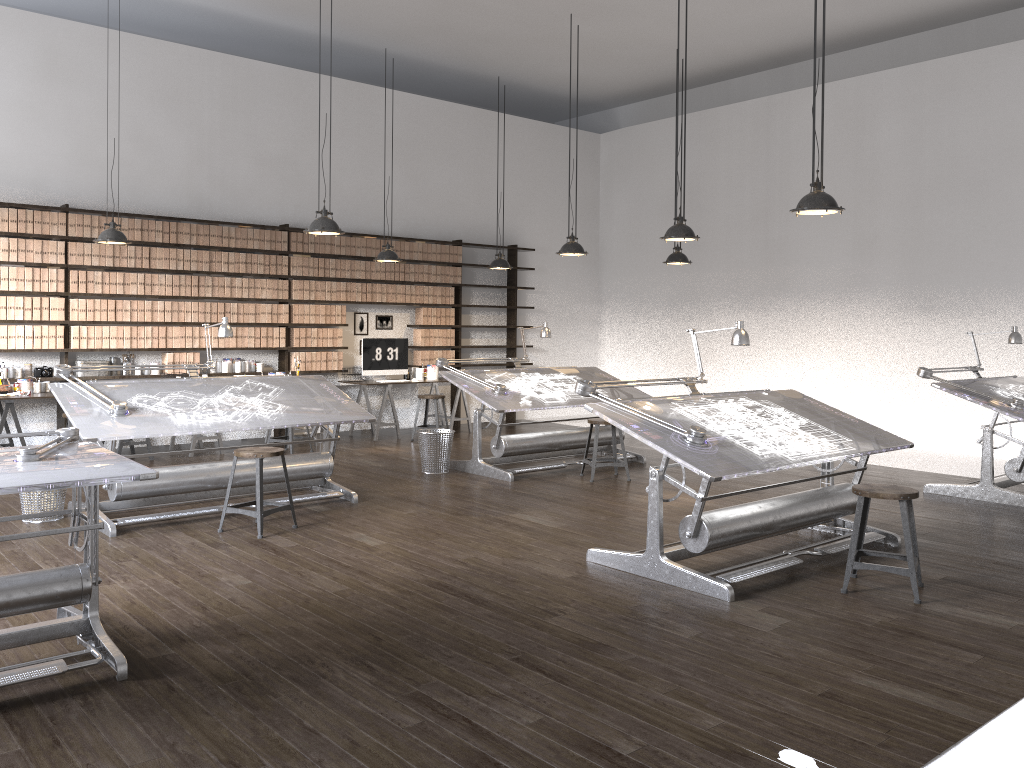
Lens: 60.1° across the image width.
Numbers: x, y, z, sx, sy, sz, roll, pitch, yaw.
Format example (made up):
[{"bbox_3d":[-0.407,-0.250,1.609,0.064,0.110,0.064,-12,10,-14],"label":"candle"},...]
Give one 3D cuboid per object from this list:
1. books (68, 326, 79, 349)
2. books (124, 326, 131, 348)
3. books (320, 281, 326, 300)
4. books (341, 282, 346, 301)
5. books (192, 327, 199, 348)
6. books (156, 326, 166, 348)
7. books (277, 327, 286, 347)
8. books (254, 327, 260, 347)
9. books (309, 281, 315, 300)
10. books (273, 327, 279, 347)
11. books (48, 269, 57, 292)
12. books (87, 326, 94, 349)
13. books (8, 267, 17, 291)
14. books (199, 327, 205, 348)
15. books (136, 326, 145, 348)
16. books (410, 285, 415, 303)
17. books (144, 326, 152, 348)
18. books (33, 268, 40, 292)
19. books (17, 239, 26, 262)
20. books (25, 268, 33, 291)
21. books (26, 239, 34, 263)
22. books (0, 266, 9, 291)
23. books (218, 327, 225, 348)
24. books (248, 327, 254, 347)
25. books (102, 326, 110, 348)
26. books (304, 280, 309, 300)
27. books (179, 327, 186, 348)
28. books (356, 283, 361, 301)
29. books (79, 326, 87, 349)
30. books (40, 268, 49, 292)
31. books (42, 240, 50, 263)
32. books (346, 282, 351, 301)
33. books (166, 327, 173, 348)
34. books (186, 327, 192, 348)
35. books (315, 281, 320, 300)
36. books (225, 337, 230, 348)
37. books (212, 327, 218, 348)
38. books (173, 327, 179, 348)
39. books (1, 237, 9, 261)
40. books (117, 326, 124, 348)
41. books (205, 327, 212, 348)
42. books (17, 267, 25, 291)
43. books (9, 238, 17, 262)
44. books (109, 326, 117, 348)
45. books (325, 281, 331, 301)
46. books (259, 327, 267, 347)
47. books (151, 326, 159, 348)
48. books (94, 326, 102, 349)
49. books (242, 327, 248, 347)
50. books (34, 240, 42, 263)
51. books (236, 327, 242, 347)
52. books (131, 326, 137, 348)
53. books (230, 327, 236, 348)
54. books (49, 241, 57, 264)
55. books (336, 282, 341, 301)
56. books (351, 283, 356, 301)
[{"bbox_3d":[-4.319,-0.460,8.717,0.067,0.225,0.175,0,2,-40],"label":"books"},{"bbox_3d":[-3.951,-0.477,9.032,0.067,0.225,0.175,0,2,-40],"label":"books"},{"bbox_3d":[-2.274,-1.098,10.459,0.067,0.225,0.175,0,2,-40],"label":"books"},{"bbox_3d":[-2.063,-1.107,10.632,0.067,0.225,0.175,0,2,-41],"label":"books"},{"bbox_3d":[-3.418,-0.501,9.491,0.067,0.225,0.174,0,2,-41],"label":"books"},{"bbox_3d":[-3.681,-0.489,9.263,0.067,0.225,0.175,0,2,-41],"label":"books"},{"bbox_3d":[-2.662,-0.534,10.136,0.067,0.225,0.175,0,2,-41],"label":"books"},{"bbox_3d":[-2.894,-0.524,9.943,0.067,0.225,0.175,0,2,-41],"label":"books"},{"bbox_3d":[-2.378,-1.093,10.367,0.067,0.225,0.174,0,2,-41],"label":"books"},{"bbox_3d":[-2.720,-0.532,10.084,0.067,0.225,0.175,0,2,-40],"label":"books"},{"bbox_3d":[-4.469,-1.001,8.580,0.067,0.225,0.174,0,2,-40],"label":"books"},{"bbox_3d":[-4.216,-0.466,8.815,0.067,0.225,0.174,0,2,-41],"label":"books"},{"bbox_3d":[-4.728,-0.990,8.361,0.067,0.225,0.175,0,2,-41],"label":"books"},{"bbox_3d":[-3.368,-0.503,9.539,0.067,0.225,0.174,0,2,-40],"label":"books"},{"bbox_3d":[-3.850,-0.482,9.126,0.067,0.225,0.174,0,2,-41],"label":"books"},{"bbox_3d":[-1.312,-1.140,11.277,0.067,0.225,0.174,0,2,-40],"label":"books"},{"bbox_3d":[-3.793,-0.484,9.169,0.067,0.225,0.174,0,2,-40],"label":"books"},{"bbox_3d":[-4.580,-0.997,8.491,0.067,0.225,0.175,0,2,-41],"label":"books"},{"bbox_3d":[-4.672,-1.260,8.406,0.067,0.225,0.175,0,2,-41],"label":"books"},{"bbox_3d":[-4.627,-0.994,8.443,0.067,0.225,0.175,0,2,-40],"label":"books"},{"bbox_3d":[-4.620,-1.262,8.453,0.067,0.225,0.174,0,2,-41],"label":"books"},{"bbox_3d":[-4.782,-0.987,8.313,0.067,0.225,0.175,0,2,-40],"label":"books"},{"bbox_3d":[-3.204,-0.510,9.674,0.067,0.225,0.175,0,2,-40],"label":"books"},{"bbox_3d":[-2.945,-0.522,9.893,0.067,0.225,0.174,0,2,-41],"label":"books"},{"bbox_3d":[-4.106,-0.470,8.901,0.067,0.225,0.175,0,2,-40],"label":"books"},{"bbox_3d":[-2.431,-1.091,10.317,0.067,0.225,0.175,0,2,-41],"label":"books"},{"bbox_3d":[-3.526,-0.496,9.394,0.067,0.225,0.175,0,2,-40],"label":"books"},{"bbox_3d":[-1.905,-1.114,10.769,0.067,0.225,0.174,0,2,-41],"label":"books"},{"bbox_3d":[-4.266,-0.463,8.767,0.067,0.225,0.174,0,2,-40],"label":"books"},{"bbox_3d":[-4.526,-0.999,8.538,0.067,0.225,0.174,0,2,-41],"label":"books"},{"bbox_3d":[-4.515,-1.267,8.540,0.067,0.225,0.175,0,2,-40],"label":"books"},{"bbox_3d":[-2.016,-1.110,10.680,0.067,0.225,0.175,0,2,-40],"label":"books"},{"bbox_3d":[-3.629,-0.492,9.316,0.067,0.225,0.175,0,2,-40],"label":"books"},{"bbox_3d":[-3.471,-0.498,9.441,0.067,0.225,0.175,0,2,-41],"label":"books"},{"bbox_3d":[-2.328,-1.096,10.415,0.067,0.225,0.174,0,2,-40],"label":"books"},{"bbox_3d":[-3.157,-0.512,9.716,0.067,0.225,0.175,0,2,-40],"label":"books"},{"bbox_3d":[-3.258,-0.508,9.625,0.067,0.225,0.175,0,2,-41],"label":"books"},{"bbox_3d":[-3.577,-0.494,9.356,0.067,0.225,0.175,0,2,-41],"label":"books"},{"bbox_3d":[-4.779,-1.255,8.312,0.067,0.225,0.175,0,2,-41],"label":"books"},{"bbox_3d":[-4.005,-0.475,8.992,0.067,0.225,0.175,0,2,-41],"label":"books"},{"bbox_3d":[-3.314,-0.505,9.583,0.067,0.225,0.175,0,2,-40],"label":"books"},{"bbox_3d":[-4.681,-0.992,8.403,0.067,0.225,0.175,0,2,-41],"label":"books"},{"bbox_3d":[-4.723,-1.257,8.357,0.067,0.225,0.175,0,2,-40],"label":"books"},{"bbox_3d":[-4.052,-0.472,8.950,0.067,0.225,0.175,0,2,-41],"label":"books"},{"bbox_3d":[-2.217,-1.100,10.502,0.067,0.225,0.175,0,2,-41],"label":"books"},{"bbox_3d":[-2.834,-0.526,9.987,0.067,0.225,0.175,0,2,-40],"label":"books"},{"bbox_3d":[-3.742,-0.487,9.219,0.067,0.225,0.175,0,2,-40],"label":"books"},{"bbox_3d":[-4.162,-0.468,8.859,0.067,0.225,0.175,0,2,-41],"label":"books"},{"bbox_3d":[-3.002,-0.519,9.850,0.067,0.225,0.174,0,2,-40],"label":"books"},{"bbox_3d":[-4.563,-1.264,8.493,0.067,0.225,0.175,0,2,-41],"label":"books"},{"bbox_3d":[-3.056,-0.517,9.804,0.067,0.225,0.175,0,2,-40],"label":"books"},{"bbox_3d":[-3.904,-0.479,9.080,0.067,0.225,0.175,0,2,-41],"label":"books"},{"bbox_3d":[-3.103,-0.514,9.756,0.067,0.225,0.175,0,2,-41],"label":"books"},{"bbox_3d":[-4.466,-1.269,8.579,0.067,0.225,0.175,0,2,-40],"label":"books"},{"bbox_3d":[-2.117,-1.105,10.592,0.067,0.225,0.175,0,2,-40],"label":"books"},{"bbox_3d":[-1.962,-1.112,10.727,0.067,0.225,0.174,0,2,-40],"label":"books"}]
